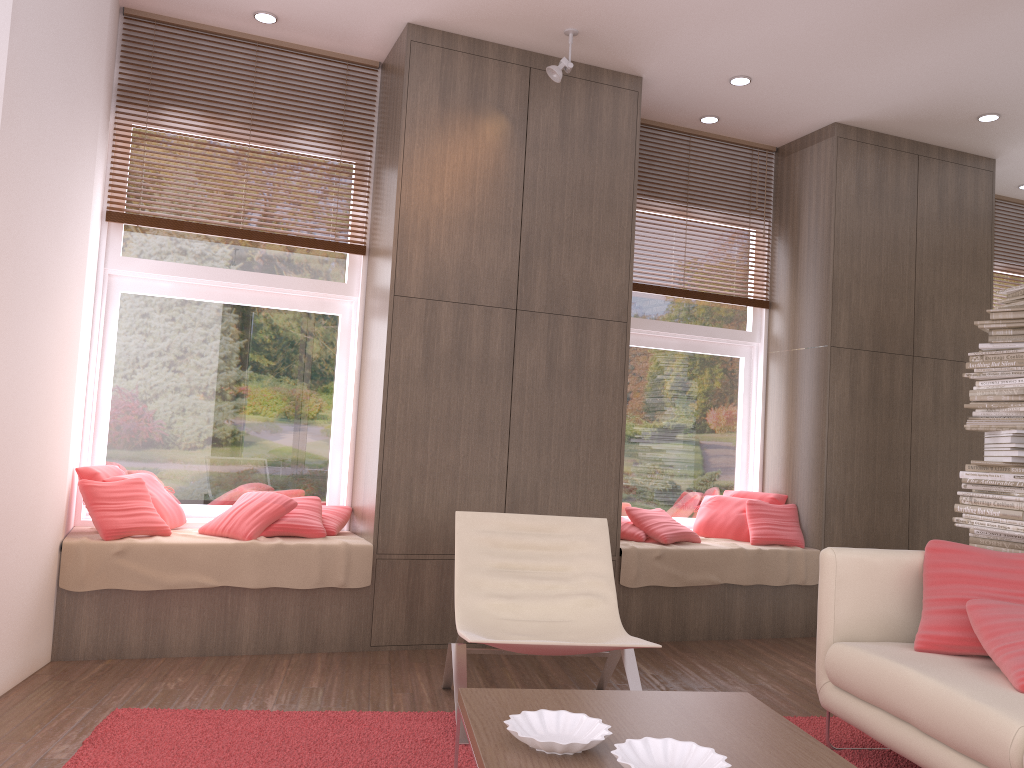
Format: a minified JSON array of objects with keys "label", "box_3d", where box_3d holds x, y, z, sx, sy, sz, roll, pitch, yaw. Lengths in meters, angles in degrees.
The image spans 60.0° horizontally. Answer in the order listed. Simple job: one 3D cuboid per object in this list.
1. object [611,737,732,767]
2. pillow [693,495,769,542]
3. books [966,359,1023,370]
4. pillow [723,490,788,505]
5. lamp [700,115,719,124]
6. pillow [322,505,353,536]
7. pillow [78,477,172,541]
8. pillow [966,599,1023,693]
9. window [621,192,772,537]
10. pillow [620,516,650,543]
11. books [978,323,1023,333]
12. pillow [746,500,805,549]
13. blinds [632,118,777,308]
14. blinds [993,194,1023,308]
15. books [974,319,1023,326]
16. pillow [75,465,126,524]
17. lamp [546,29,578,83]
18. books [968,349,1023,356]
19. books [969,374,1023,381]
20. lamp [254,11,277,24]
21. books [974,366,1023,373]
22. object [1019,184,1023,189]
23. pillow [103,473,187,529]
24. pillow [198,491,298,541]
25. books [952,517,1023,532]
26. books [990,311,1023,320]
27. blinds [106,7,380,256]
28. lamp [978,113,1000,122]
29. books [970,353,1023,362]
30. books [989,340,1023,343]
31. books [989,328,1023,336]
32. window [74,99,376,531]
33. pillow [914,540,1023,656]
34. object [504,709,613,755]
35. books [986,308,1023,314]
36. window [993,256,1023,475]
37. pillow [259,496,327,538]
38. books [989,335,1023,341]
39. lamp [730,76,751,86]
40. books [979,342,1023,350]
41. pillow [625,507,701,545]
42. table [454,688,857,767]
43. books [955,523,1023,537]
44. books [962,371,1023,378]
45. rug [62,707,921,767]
[{"label":"object","box_3d":[0.333,0.810,1.875,0.249,0.043,0.251,3,-4,3]},{"label":"pillow","box_3d":[1.407,0.872,5.773,0.485,0.279,0.270,1,-4,27]},{"label":"books","box_3d":[2.721,-0.094,4.760,0.315,0.035,0.401,5,-4,-28]},{"label":"pillow","box_3d":[1.563,0.878,5.859,0.484,0.334,0.193,1,-5,32]},{"label":"lamp","box_3d":[1.278,-1.710,5.736,0.119,0.010,0.119,2,-4,17]},{"label":"pillow","box_3d":[-1.089,0.735,4.828,0.397,0.150,0.373,3,-4,8]},{"label":"pillow","box_3d":[-1.840,0.591,4.221,0.264,0.278,0.357,1,-5,33]},{"label":"pillow","box_3d":[1.738,0.828,2.776,0.507,0.224,0.467,3,-4,4]},{"label":"window","box_3d":[1.072,-0.111,5.936,1.407,2.229,0.160,5,-4,-21]},{"label":"pillow","box_3d":[0.689,0.881,5.473,0.373,0.150,0.397,1,-4,25]},{"label":"books","box_3d":[2.753,-0.300,4.742,0.412,0.019,0.259,0,-5,41]},{"label":"pillow","box_3d":[1.656,0.885,5.601,0.357,0.278,0.264,3,-4,-1]},{"label":"blinds","box_3d":[1.170,-1.140,5.915,1.373,1.138,0.042,5,-4,-21]},{"label":"blinds","box_3d":[3.776,-0.921,6.944,1.373,1.138,0.042,5,-4,-21]},{"label":"books","box_3d":[2.749,-0.321,4.755,0.435,0.019,0.248,0,-5,41]},{"label":"pillow","box_3d":[-2.005,0.577,4.439,0.193,0.334,0.484,3,-4,1]},{"label":"lamp","box_3d":[0.261,-1.711,4.625,0.158,0.275,0.102,3,-4,-1]},{"label":"books","box_3d":[2.728,-0.156,4.762,0.306,0.015,0.392,5,-4,-28]},{"label":"books","box_3d":[2.722,-0.028,4.707,0.324,0.012,0.416,5,-4,-28]},{"label":"lamp","box_3d":[-1.298,-1.930,4.672,0.119,0.010,0.119,2,-4,17]},{"label":"books","box_3d":[2.760,-0.067,4.712,0.324,0.019,0.434,5,-4,-28]},{"label":"object","box_3d":[3.901,-1.494,6.710,0.119,0.010,0.119,2,-4,17]},{"label":"pillow","box_3d":[-1.849,0.600,4.523,0.270,0.279,0.485,3,-4,5]},{"label":"pillow","box_3d":[-1.338,0.666,4.508,0.389,0.234,0.356,1,-4,29]},{"label":"books","box_3d":[2.701,0.751,4.676,0.399,0.028,0.612,4,-4,-9]},{"label":"books","box_3d":[2.773,-0.352,4.719,0.351,0.036,0.275,0,-5,41]},{"label":"blinds","box_3d":[-1.442,-1.358,4.883,1.373,1.142,0.042,5,-4,-21]},{"label":"lamp","box_3d":[2.928,-1.635,5.447,0.119,0.010,0.119,5,-4,-28]},{"label":"books","box_3d":[2.750,-0.129,4.757,0.323,0.035,0.416,5,-4,-28]},{"label":"books","box_3d":[2.761,-0.212,4.707,0.351,0.010,0.284,0,-5,41]},{"label":"books","box_3d":[2.782,-0.269,4.744,0.371,0.036,0.211,0,-5,41]},{"label":"window","box_3d":[-1.540,-0.330,4.913,1.407,2.229,0.160,5,-4,-21]},{"label":"pillow","box_3d":[1.694,0.765,3.114,0.498,0.377,0.379,1,-4,26]},{"label":"object","box_3d":[0.104,0.808,2.041,0.251,0.043,0.249,6,-5,-38]},{"label":"books","box_3d":[2.765,-0.379,4.722,0.366,0.012,0.287,0,-5,41]},{"label":"window","box_3d":[3.684,0.108,6.959,1.407,2.229,0.160,5,-4,-21]},{"label":"pillow","box_3d":[-1.168,0.689,4.611,0.403,0.200,0.354,4,-4,-13]},{"label":"books","box_3d":[2.780,-0.232,4.742,0.371,0.036,0.211,0,-5,41]},{"label":"lamp","box_3d":[1.319,-1.750,5.120,0.119,0.010,0.119,2,-4,17]},{"label":"books","box_3d":[2.747,-0.193,4.730,0.404,0.026,0.266,0,-5,41]},{"label":"pillow","box_3d":[0.920,0.864,5.425,0.403,0.200,0.354,7,-5,-44]},{"label":"table","box_3d":[0.324,1.036,2.097,0.850,0.378,0.850,4,-4,-9]},{"label":"books","box_3d":[2.674,0.769,4.623,0.423,0.016,0.542,4,-4,-9]},{"label":"books","box_3d":[2.728,-0.043,4.752,0.306,0.022,0.470,5,-4,-28]},{"label":"rug","box_3d":[0.398,1.234,2.086,3.344,0.016,2.938,4,-4,-8]}]
